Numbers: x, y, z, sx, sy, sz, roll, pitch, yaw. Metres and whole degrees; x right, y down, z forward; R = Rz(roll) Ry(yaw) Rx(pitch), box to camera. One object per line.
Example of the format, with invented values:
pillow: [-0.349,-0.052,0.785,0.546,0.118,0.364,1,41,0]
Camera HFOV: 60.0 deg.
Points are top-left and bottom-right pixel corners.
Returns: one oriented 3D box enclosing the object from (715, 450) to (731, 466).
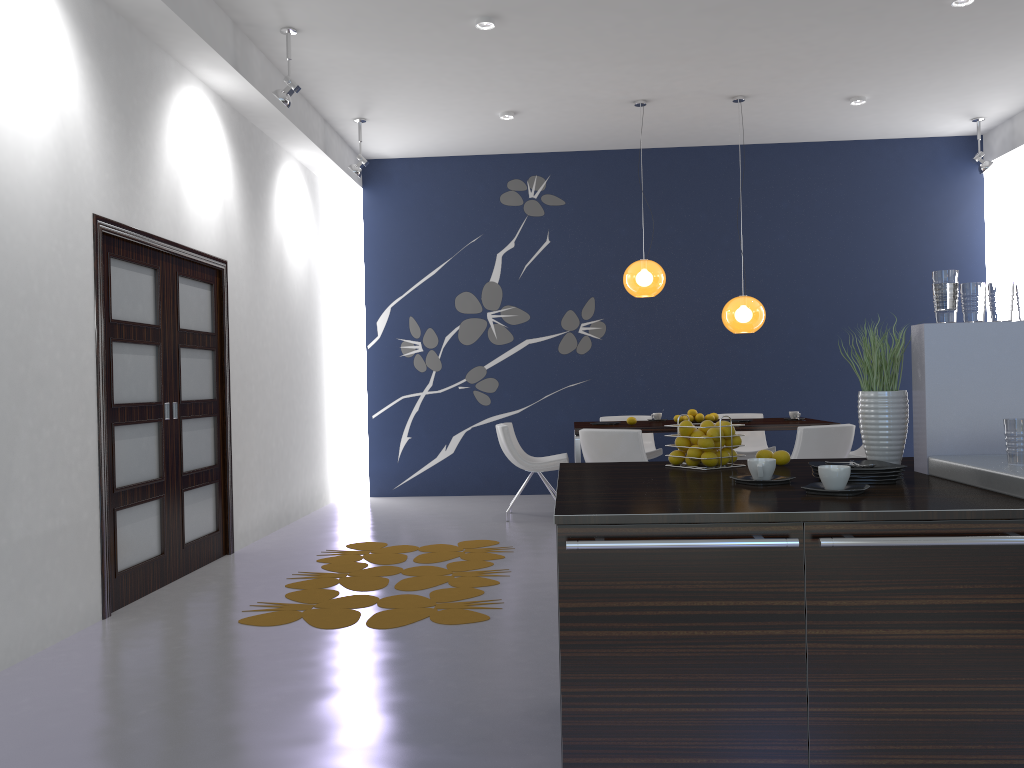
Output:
object: [0.699,0.248,2.963,0.053,0.053,0.061,-1,0,-44]

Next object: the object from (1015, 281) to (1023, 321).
object: [1.545,-0.246,2.648,0.072,0.119,0.071,-1,0,44]

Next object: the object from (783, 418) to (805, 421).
object: [2.376,0.297,7.468,0.154,0.020,0.154,-1,0,-40]

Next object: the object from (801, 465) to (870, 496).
object: [0.824,0.245,2.263,0.153,0.069,0.153,-1,0,37]

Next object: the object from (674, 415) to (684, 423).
object: [1.402,0.294,7.456,0.083,0.068,0.070,-1,0,7]

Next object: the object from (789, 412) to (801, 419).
object: [2.384,0.266,7.463,0.101,0.064,0.081,-1,0,30]

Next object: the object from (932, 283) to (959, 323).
object: [1.303,-0.240,2.664,0.072,0.119,0.071,-1,0,44]

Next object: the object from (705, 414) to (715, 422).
object: [1.659,0.288,7.436,0.083,0.068,0.070,-1,0,7]

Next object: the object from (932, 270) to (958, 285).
object: [1.302,-0.279,2.664,0.072,0.119,0.071,-1,0,44]

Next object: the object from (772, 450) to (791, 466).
object: [0.904,0.249,2.981,0.053,0.051,0.063,-1,0,-28]

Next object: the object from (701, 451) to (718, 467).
object: [0.651,0.248,2.925,0.061,0.053,0.053,-1,0,-41]

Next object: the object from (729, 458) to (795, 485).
object: [0.707,0.247,2.510,0.153,0.069,0.153,-1,0,-23]

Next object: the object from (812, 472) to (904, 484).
object: [0.973,0.265,2.504,0.232,0.020,0.232,-1,0,12]

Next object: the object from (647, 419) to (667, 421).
object: [1.292,0.322,7.873,0.154,0.020,0.154,-1,0,-41]

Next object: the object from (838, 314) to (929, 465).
object: [1.169,0.017,2.848,0.269,0.502,0.247,-1,0,-43]

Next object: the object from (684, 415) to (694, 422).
object: [1.477,0.292,7.409,0.070,0.068,0.083,-1,0,-28]

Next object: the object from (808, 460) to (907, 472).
object: [1.136,0.168,2.414,0.646,0.147,0.269,-1,0,29]

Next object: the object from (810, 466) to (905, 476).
object: [0.972,0.245,2.504,0.232,0.020,0.232,-1,0,7]

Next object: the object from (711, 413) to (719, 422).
object: [1.705,0.282,7.507,0.079,0.077,0.094,-1,0,-23]

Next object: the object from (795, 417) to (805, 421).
object: [2.389,0.290,7.355,0.032,0.028,0.155,-1,0,-15]

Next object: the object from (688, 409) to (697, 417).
object: [1.516,0.245,7.445,0.083,0.068,0.070,-1,0,7]

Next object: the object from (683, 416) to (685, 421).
object: [1.482,0.292,7.494,0.070,0.068,0.083,-1,0,-28]

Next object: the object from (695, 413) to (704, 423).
object: [1.568,0.284,7.405,0.076,0.080,0.094,-1,0,5]

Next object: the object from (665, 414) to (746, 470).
object: [0.654,0.192,3.011,0.189,0.174,0.207,-1,0,-31]

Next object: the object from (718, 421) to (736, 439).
object: [0.720,0.155,2.973,0.052,0.060,0.057,-1,0,-8]

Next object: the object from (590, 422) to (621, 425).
object: [0.789,0.334,7.474,0.232,0.020,0.232,-1,0,32]

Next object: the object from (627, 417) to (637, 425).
object: [0.982,0.304,7.272,0.083,0.068,0.070,-1,0,7]

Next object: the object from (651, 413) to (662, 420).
object: [1.287,0.291,7.864,0.081,0.064,0.101,-1,0,28]

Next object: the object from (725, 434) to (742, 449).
object: [0.744,0.194,2.991,0.053,0.051,0.063,-1,0,-28]

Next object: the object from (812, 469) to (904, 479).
object: [0.972,0.255,2.504,0.232,0.020,0.232,-1,0,12]

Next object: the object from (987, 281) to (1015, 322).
object: [1.464,-0.244,2.654,0.072,0.119,0.071,-1,0,44]

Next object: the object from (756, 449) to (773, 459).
object: [0.866,0.249,3.032,0.063,0.051,0.053,-1,0,7]

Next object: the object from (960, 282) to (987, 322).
object: [1.384,-0.242,2.659,0.072,0.119,0.071,-1,0,44]

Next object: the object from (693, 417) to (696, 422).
object: [1.564,0.288,7.489,0.081,0.071,0.069,-1,0,-19]

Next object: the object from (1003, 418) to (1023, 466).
object: [1.312,0.150,2.294,0.072,0.119,0.071,-1,0,4]

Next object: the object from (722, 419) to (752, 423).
object: [1.875,0.309,7.373,0.232,0.020,0.232,-1,0,32]
